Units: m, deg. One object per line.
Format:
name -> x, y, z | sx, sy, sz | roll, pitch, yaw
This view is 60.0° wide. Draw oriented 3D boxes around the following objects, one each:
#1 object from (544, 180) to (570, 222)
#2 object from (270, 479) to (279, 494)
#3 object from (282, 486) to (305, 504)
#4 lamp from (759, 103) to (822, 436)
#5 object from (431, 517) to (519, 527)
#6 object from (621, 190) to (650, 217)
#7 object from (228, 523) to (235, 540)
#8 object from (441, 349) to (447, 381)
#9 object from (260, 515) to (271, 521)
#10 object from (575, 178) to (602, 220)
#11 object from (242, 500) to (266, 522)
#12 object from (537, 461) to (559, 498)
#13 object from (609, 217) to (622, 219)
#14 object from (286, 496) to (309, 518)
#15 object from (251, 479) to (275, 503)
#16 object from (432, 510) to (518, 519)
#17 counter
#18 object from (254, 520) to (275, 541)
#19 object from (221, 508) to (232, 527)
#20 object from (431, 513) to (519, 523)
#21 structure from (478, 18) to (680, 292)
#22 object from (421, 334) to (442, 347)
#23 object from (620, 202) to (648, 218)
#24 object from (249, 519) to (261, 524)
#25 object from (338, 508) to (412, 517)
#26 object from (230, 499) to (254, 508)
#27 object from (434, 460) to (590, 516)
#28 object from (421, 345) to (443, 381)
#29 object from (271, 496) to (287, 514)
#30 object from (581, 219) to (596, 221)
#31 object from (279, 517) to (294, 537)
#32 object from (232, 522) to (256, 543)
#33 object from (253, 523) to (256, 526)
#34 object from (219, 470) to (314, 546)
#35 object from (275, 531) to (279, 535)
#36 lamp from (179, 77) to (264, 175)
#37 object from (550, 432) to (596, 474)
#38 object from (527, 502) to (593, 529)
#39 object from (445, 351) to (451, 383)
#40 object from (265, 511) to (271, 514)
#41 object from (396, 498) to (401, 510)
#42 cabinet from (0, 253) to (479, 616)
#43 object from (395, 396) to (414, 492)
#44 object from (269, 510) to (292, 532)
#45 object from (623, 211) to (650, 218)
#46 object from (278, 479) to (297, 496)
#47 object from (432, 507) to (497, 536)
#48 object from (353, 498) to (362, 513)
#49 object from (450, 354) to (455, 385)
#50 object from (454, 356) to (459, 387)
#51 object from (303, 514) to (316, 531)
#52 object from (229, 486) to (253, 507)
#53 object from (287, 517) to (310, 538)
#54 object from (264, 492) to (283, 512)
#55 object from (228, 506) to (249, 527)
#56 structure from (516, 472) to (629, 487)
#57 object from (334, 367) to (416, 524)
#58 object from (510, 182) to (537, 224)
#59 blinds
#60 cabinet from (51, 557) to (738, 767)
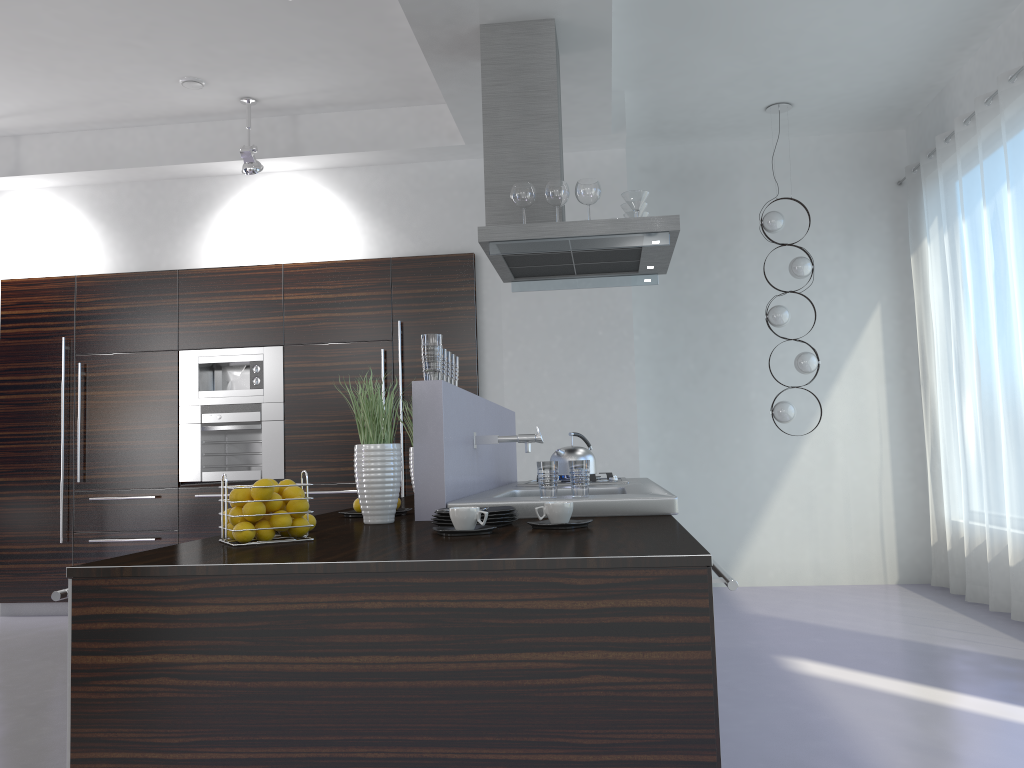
object -> 0.212, -0.833, 4.157 | 0.125, 0.221, 0.125 | -5, -5, 31
object -> -0.628, 0.269, 2.274 | 0.063, 0.053, 0.051 | -2, -5, 8
object -> -0.562, 0.287, 2.281 | 0.053, 0.051, 0.063 | 2, -6, -38
lamp -> 1.964, -0.816, 6.304 | 0.367, 2.370, 0.180 | -2, -5, 0
object -> -0.104, 0.398, 2.547 | 0.232, 0.020, 0.232 | -3, -5, 15
object -> 0.590, -0.816, 4.214 | 0.137, 0.174, 0.137 | 1, -5, -29
object -> -0.693, 0.370, 2.244 | 0.063, 0.053, 0.051 | -3, -5, 14
object -> -0.256, -0.058, 3.015 | 0.072, 0.119, 0.071 | 3, -7, -44
object -> -0.629, 0.363, 2.273 | 0.052, 0.060, 0.057 | -3, -5, 12
object -> 0.358, -0.839, 4.141 | 0.125, 0.221, 0.125 | -5, -5, 31
object -> -0.635, 0.313, 2.187 | 0.053, 0.054, 0.061 | 2, -6, -38
object -> 0.118, 0.311, 2.888 | 0.071, 0.119, 0.072 | -2, -5, 6
object -> 0.570, -0.788, 4.833 | 0.125, 0.221, 0.125 | -5, -5, 31
object -> -0.541, 0.312, 2.242 | 0.053, 0.055, 0.060 | 2, -6, -41
object -> -0.618, 0.264, 2.198 | 0.059, 0.060, 0.050 | -2, -5, 6
object -> -0.105, 0.379, 2.549 | 0.232, 0.020, 0.232 | -3, -5, 10
counter -> -0.065, 0.674, 3.329 | 1.302, 1.300, 3.291 | -2, -5, 6
object -> -0.618, 0.367, 2.214 | 0.050, 0.055, 0.061 | 2, -6, -38
object -> -0.719, 0.346, 2.279 | 0.052, 0.054, 0.061 | 0, -5, -17
object -> -0.104, 0.388, 2.548 | 0.232, 0.020, 0.232 | -3, -5, 15
structure -> 0.335, -1.182, 4.530 | 0.915, 1.231, 0.981 | -2, -5, 6
object -> -0.266, -0.103, 2.939 | 0.072, 0.119, 0.071 | 3, -7, -44
object -> 0.611, -0.802, 4.402 | 0.137, 0.174, 0.137 | 1, -5, -29
object -> -0.661, 0.330, 2.243 | 0.062, 0.053, 0.051 | -3, -5, 14
object -> -0.484, 0.459, 3.156 | 0.232, 0.020, 0.232 | -3, -5, 15
object -> -0.694, 0.298, 2.279 | 0.053, 0.052, 0.061 | -3, -5, 19
object -> -0.010, 0.316, 2.716 | 0.269, 0.147, 0.646 | -5, -5, 31
object -> -0.265, -0.064, 2.935 | 0.072, 0.119, 0.071 | 3, -7, -44
object -> -0.601, 0.315, 2.291 | 0.051, 0.053, 0.064 | -3, -5, 9
object -> 0.424, -0.782, 4.849 | 0.125, 0.221, 0.125 | -5, -5, 31
object -> -0.575, 0.370, 2.296 | 0.061, 0.053, 0.053 | 2, -6, -41
object -> -0.654, 0.362, 2.167 | 0.053, 0.052, 0.062 | 3, -7, -44
object -> -0.666, 0.372, 2.295 | 0.074, 0.063, 0.064 | -4, -5, 26
object -> -0.628, 0.311, 2.260 | 0.207, 0.174, 0.189 | 1, -5, -29
object -> -0.619, 0.368, 2.335 | 0.052, 0.057, 0.060 | -2, -5, 8
lamp -> -1.902, -1.666, 5.833 | 0.171, 0.511, 0.605 | -5, -6, 38
object -> 0.287, 0.328, 4.220 | 0.220, 0.196, 0.229 | -2, -5, -2
object -> 0.129, 0.354, 2.391 | 0.153, 0.069, 0.153 | -6, -6, 39
object -> -0.247, -0.051, 3.096 | 0.072, 0.119, 0.071 | 3, -7, -44
object -> -0.653, 0.322, 2.312 | 0.052, 0.053, 0.062 | 0, -5, -22
object -> -0.430, 0.433, 3.200 | 0.061, 0.054, 0.052 | 2, -6, -37
cabinet -> -1.989, 0.407, 6.661 | 3.600, 2.500, 0.669 | -2, -5, 6
object -> -0.374, 0.255, 3.667 | 0.247, 0.502, 0.269 | -2, -5, 6
object -> -0.576, 0.342, 2.213 | 0.062, 0.053, 0.052 | -6, -6, 43
object -> 0.645, -0.788, 4.575 | 0.137, 0.174, 0.137 | 1, -5, -29
object -> -0.588, 0.280, 2.328 | 0.057, 0.060, 0.052 | -1, -5, -6
object -> -0.123, 0.354, 2.285 | 0.153, 0.069, 0.153 | 0, -5, -20
object -> -0.537, 0.434, 3.166 | 0.060, 0.058, 0.070 | -2, -5, 5
object -> -0.238, -0.045, 3.176 | 0.072, 0.119, 0.071 | 3, -7, -44
object -> -0.229, -0.039, 3.256 | 0.071, 0.119, 0.072 | 1, -6, -34
object -> -0.584, 0.392, 2.501 | 0.063, 0.051, 0.053 | 0, -5, -25
object -> -0.679, 0.282, 2.224 | 0.063, 0.053, 0.051 | -3, -5, 19
object -> -0.541, 0.364, 2.248 | 0.053, 0.053, 0.061 | 2, -6, -39
object -> -0.607, 0.297, 2.233 | 0.061, 0.051, 0.055 | -2, -5, 1
object -> -0.683, 0.332, 2.220 | 0.051, 0.055, 0.061 | -1, -5, -15
structure -> 0.311, 0.462, 4.403 | 0.519, 0.055, 0.709 | -2, -5, 6
object -> -0.447, 0.185, 2.783 | 0.247, 0.502, 0.269 | 2, -6, -41
object -> 0.056, -0.826, 4.173 | 0.125, 0.221, 0.125 | -5, -5, 31
blinds -> 2.880, -0.189, 5.112 | 0.120, 3.112, 3.245 | -2, -5, 6
cabinet -> -0.068, 0.898, 3.314 | 1.377, 0.852, 3.285 | -2, -5, 6
